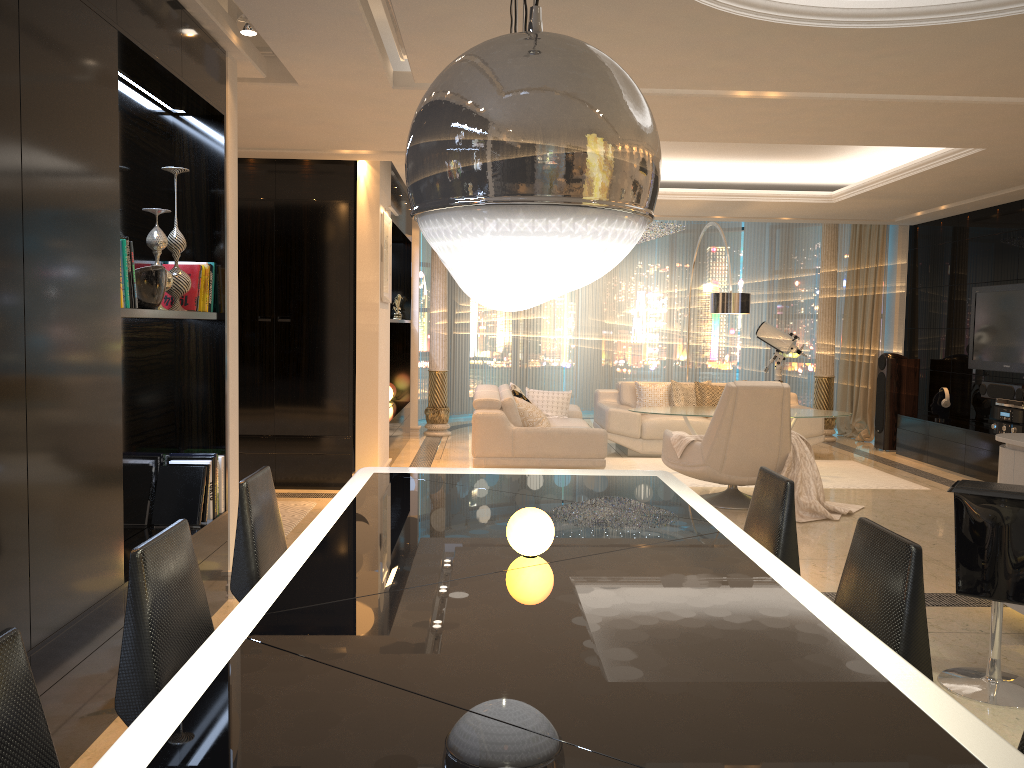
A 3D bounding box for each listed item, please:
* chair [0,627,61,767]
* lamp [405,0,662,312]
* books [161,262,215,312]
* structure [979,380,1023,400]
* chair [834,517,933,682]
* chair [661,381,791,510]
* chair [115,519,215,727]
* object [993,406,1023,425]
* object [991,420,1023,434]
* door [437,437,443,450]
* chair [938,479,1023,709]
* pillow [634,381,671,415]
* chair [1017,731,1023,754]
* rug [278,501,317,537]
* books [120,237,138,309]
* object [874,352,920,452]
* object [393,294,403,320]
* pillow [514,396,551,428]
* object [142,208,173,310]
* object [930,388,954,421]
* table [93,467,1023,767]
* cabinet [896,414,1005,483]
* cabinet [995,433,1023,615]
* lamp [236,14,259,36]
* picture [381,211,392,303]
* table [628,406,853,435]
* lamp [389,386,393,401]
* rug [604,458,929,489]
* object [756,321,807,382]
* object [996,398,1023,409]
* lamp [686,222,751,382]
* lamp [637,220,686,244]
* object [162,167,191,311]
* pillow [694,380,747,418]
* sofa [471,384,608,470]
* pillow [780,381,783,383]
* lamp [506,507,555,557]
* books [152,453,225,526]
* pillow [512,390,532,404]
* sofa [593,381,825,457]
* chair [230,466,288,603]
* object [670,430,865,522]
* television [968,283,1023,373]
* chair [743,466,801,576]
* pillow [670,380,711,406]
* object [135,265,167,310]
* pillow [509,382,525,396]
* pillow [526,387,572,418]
[{"bbox_3d":[-0.583,0.832,1.313,0.496,0.858,0.523,1,4,-2],"label":"chair"},{"bbox_3d":[0.020,-0.798,2.106,0.408,1.226,1.827,1,4,-2],"label":"lamp"},{"bbox_3d":[-1.483,-0.446,4.050,0.189,0.238,0.290,1,4,-3],"label":"books"},{"bbox_3d":[4.722,0.075,8.488,0.107,0.179,0.745,1,4,-2],"label":"structure"},{"bbox_3d":[0.716,0.792,2.261,0.496,0.858,0.523,1,4,-2],"label":"chair"},{"bbox_3d":[1.744,0.445,6.816,1.027,0.991,0.983,1,4,-2],"label":"chair"},{"bbox_3d":[-0.605,0.779,2.117,0.496,0.858,0.523,1,4,-2],"label":"chair"},{"bbox_3d":[4.566,0.280,7.867,0.407,0.130,0.446,1,4,-2],"label":"object"},{"bbox_3d":[4.558,0.410,7.876,0.419,0.130,0.446,1,4,-2],"label":"object"},{"bbox_3d":[1.638,-5.878,4.007,83.408,24.296,83.408,2,4,20],"label":"door"},{"bbox_3d":[1.851,0.772,3.374,0.380,0.789,0.380,3,4,31],"label":"chair"},{"bbox_3d":[1.591,0.161,9.851,0.463,0.380,0.222,1,4,3],"label":"pillow"},{"bbox_3d":[0.740,0.847,1.414,0.496,0.858,0.523,1,4,-2],"label":"chair"},{"bbox_3d":[-3.950,0.903,5.868,5.025,0.015,1.526,1,4,-2],"label":"rug"},{"bbox_3d":[-1.457,-0.401,3.130,0.210,0.270,0.236,1,4,-2],"label":"books"},{"bbox_3d":[4.447,0.204,10.176,0.468,1.127,0.285,1,4,-2],"label":"object"},{"bbox_3d":[-1.299,-0.875,10.094,0.116,0.293,0.182,1,4,-5],"label":"object"},{"bbox_3d":[0.183,0.294,7.942,0.351,0.329,0.521,1,4,-2],"label":"pillow"},{"bbox_3d":[-1.481,-0.515,3.701,0.121,0.416,0.121,1,4,-6],"label":"object"},{"bbox_3d":[4.546,0.210,9.347,0.197,0.343,0.197,-2,5,-37],"label":"object"},{"bbox_3d":[0.050,0.831,2.239,1.293,0.759,3.031,1,4,-2],"label":"table"},{"bbox_3d":[4.550,0.656,8.505,0.416,0.444,2.842,1,4,-2],"label":"cabinet"},{"bbox_3d":[2.782,0.803,2.388,1.046,0.887,3.752,1,4,-2],"label":"cabinet"},{"bbox_3d":[-1.202,-1.657,4.047,0.107,0.127,0.107,0,4,-20],"label":"lamp"},{"bbox_3d":[-1.061,-1.056,7.493,0.027,0.729,0.610,1,4,-2],"label":"picture"},{"bbox_3d":[2.164,0.541,8.465,2.140,0.565,0.999,1,4,-3],"label":"table"},{"bbox_3d":[-1.487,0.110,10.294,0.212,0.214,0.213,-2,5,-41],"label":"lamp"},{"bbox_3d":[2.185,0.836,8.476,2.900,0.020,1.661,1,4,-2],"label":"rug"},{"bbox_3d":[3.383,-0.053,11.211,0.616,1.471,0.570,1,4,4],"label":"object"},{"bbox_3d":[4.589,0.180,7.859,0.371,0.070,0.441,1,4,-2],"label":"object"},{"bbox_3d":[2.142,-0.499,9.655,0.393,2.519,2.009,1,4,-2],"label":"lamp"},{"bbox_3d":[1.468,-2.229,12.224,2.109,0.685,2.109,4,5,43],"label":"lamp"},{"bbox_3d":[-1.457,-0.622,3.846,0.121,0.612,0.121,1,4,-6],"label":"object"},{"bbox_3d":[2.309,0.168,9.827,0.575,0.436,0.301,1,4,4],"label":"pillow"},{"bbox_3d":[0.202,0.431,8.472,1.145,0.754,2.328,1,4,-2],"label":"sofa"},{"bbox_3d":[2.711,0.175,9.814,0.575,0.436,0.301,3,4,29],"label":"pillow"},{"bbox_3d":[0.048,0.383,2.303,0.125,0.125,0.125,-2,5,-41],"label":"lamp"},{"bbox_3d":[-1.484,0.475,4.081,0.222,0.296,0.345,1,4,-2],"label":"books"},{"bbox_3d":[0.160,0.229,8.396,0.323,0.355,0.524,1,4,-1],"label":"pillow"},{"bbox_3d":[2.122,0.375,9.824,2.328,0.754,1.145,1,4,-2],"label":"sofa"},{"bbox_3d":[-0.629,0.723,2.965,0.496,0.858,0.523,1,4,-2],"label":"chair"},{"bbox_3d":[1.946,0.642,6.888,1.347,0.580,0.972,4,5,35],"label":"object"},{"bbox_3d":[4.765,-0.533,8.462,0.055,0.839,1.358,1,4,-2],"label":"television"},{"bbox_3d":[0.692,0.735,3.126,0.496,0.858,0.523,1,4,-2],"label":"chair"},{"bbox_3d":[1.988,0.164,9.891,0.587,0.429,0.288,-1,4,-27],"label":"pillow"},{"bbox_3d":[-1.449,-0.372,3.445,0.193,0.177,0.375,1,4,-1],"label":"object"},{"bbox_3d":[0.105,0.184,8.850,0.255,0.399,0.526,1,4,-2],"label":"pillow"},{"bbox_3d":[0.351,0.197,9.148,0.521,0.325,0.281,1,4,8],"label":"pillow"}]
